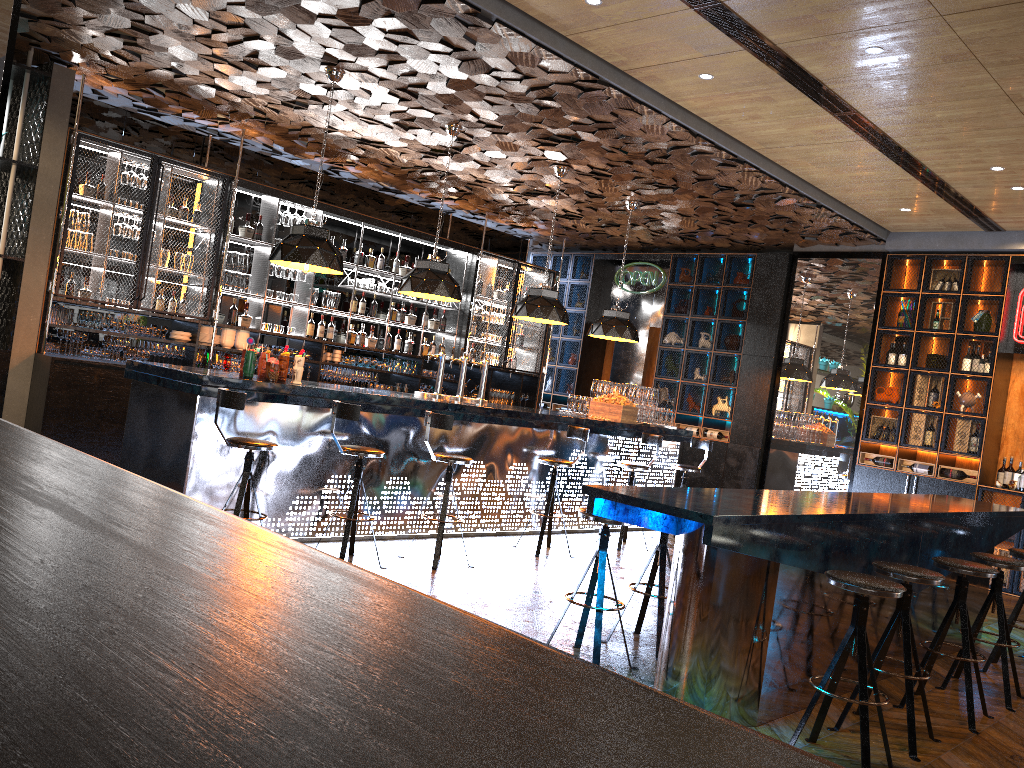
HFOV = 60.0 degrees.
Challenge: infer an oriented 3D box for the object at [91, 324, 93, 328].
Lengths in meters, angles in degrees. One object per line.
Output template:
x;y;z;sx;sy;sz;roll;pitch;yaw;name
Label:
-3.980;-0.606;8.414;0.087;0.170;0.087;8;0;4;object

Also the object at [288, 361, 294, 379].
-2.439;-0.137;9.775;0.071;0.226;0.071;8;0;15;object

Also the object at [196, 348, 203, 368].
-3.217;-0.252;9.085;0.073;0.229;0.073;8;0;32;object

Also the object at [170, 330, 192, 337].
-3.321;-0.496;8.894;0.211;0.060;0.209;8;0;-2;object

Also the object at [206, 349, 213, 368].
-3.122;-0.238;9.112;0.073;0.229;0.073;8;0;32;object

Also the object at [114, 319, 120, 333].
-3.782;-0.558;8.501;0.081;0.132;0.081;8;0;15;object

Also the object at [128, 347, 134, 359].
-3.707;-0.282;8.645;0.065;0.146;0.074;8;0;-34;object

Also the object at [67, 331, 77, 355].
-4.115;-0.382;8.320;0.091;0.227;0.091;8;0;6;object

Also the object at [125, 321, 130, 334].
-3.729;-0.549;8.618;0.074;0.131;0.074;8;0;-34;object

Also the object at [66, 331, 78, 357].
-4.027;-0.369;8.097;0.091;0.227;0.091;8;0;6;object

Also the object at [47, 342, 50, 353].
-4.207;-0.329;8.047;0.031;0.098;0.031;8;0;5;object

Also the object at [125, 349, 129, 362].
-3.777;-0.292;8.712;0.065;0.146;0.074;8;0;-17;object

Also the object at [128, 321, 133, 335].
-3.666;-0.539;8.559;0.074;0.131;0.074;8;0;-34;object

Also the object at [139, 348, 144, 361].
-3.647;-0.273;8.720;0.065;0.146;0.074;8;0;-24;object

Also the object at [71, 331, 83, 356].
-4.034;-0.370;8.237;0.091;0.227;0.091;8;0;7;object

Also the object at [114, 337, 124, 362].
-3.728;-0.326;8.389;0.088;0.229;0.077;8;0;-33;object

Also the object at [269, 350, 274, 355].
-2.611;-0.344;9.619;0.049;0.048;0.044;8;0;-4;object

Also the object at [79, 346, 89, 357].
-4.043;-0.309;8.389;0.093;0.101;0.093;8;0;30;object

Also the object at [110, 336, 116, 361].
-3.792;-0.336;8.453;0.077;0.229;0.088;8;0;3;object

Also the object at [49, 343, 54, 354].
-4.152;-0.321;7.991;0.031;0.098;0.031;8;0;-8;object

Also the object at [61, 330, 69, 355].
-4.103;-0.381;8.174;0.091;0.227;0.091;8;0;-7;object

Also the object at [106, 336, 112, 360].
-3.854;-0.345;8.506;0.077;0.229;0.088;8;0;-31;object

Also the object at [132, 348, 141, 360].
-3.632;-0.271;8.574;0.065;0.146;0.074;8;0;20;object

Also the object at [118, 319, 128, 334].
-3.694;-0.545;8.420;0.081;0.132;0.081;8;0;15;object

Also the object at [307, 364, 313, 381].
-2.292;-0.111;10.000;0.071;0.217;0.071;8;0;-38;object

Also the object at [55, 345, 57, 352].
-4.123;-0.307;8.028;0.034;0.080;0.034;8;0;8;object

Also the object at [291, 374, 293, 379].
-2.461;-0.136;9.954;0.092;0.218;0.092;8;0;4;object

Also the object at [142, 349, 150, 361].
-3.570;-0.262;8.647;0.065;0.146;0.074;8;0;38;object

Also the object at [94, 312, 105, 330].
-3.877;-0.590;8.314;0.087;0.170;0.087;8;0;4;object

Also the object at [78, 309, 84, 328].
-4.050;-0.616;8.357;0.087;0.170;0.087;8;0;4;object

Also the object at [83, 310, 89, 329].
-3.965;-0.603;8.276;0.087;0.170;0.087;8;0;4;object

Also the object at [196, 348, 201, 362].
-3.207;-0.250;8.993;0.073;0.229;0.073;8;0;32;object

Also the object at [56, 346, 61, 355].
-4.092;-0.302;7.999;0.034;0.080;0.034;8;0;-33;object

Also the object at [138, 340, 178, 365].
-3.579;-0.303;8.976;0.186;0.227;0.376;8;0;42;object

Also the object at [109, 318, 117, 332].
-3.787;-0.558;8.396;0.081;0.132;0.081;8;0;15;object

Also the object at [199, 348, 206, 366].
-3.224;-0.253;9.198;0.073;0.229;0.073;8;0;32;object

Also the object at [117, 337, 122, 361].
-3.806;-0.338;8.610;0.077;0.229;0.088;8;0;45;object

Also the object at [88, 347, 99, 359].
-3.893;-0.287;8.243;0.093;0.101;0.093;8;0;12;object

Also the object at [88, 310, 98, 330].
-3.880;-0.591;8.194;0.087;0.170;0.087;8;0;4;object

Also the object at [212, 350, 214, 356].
-3.140;-0.241;9.193;0.073;0.229;0.073;8;0;32;object

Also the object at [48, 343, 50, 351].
-4.180;-0.325;8.017;0.031;0.098;0.031;8;0;17;object

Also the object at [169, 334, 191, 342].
-3.328;-0.456;8.893;0.209;0.060;0.211;8;0;3;object

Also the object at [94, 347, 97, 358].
-3.968;-0.298;8.464;0.093;0.101;0.093;8;0;-32;object

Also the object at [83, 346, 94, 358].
-3.968;-0.298;8.316;0.093;0.101;0.093;8;0;4;object

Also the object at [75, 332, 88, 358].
-3.961;-0.360;8.164;0.091;0.227;0.091;8;0;-24;object

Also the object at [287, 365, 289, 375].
-2.497;-0.145;9.831;0.071;0.226;0.071;8;0;15;object

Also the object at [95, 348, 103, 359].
-3.899;-0.288;8.391;0.093;0.101;0.093;8;0;-26;object

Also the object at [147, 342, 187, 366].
-3.439;-0.283;8.841;0.186;0.227;0.376;8;0;42;object

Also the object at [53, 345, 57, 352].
-4.159;-0.312;8.061;0.034;0.080;0.034;8;0;11;object

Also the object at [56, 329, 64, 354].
-4.204;-0.395;8.261;0.091;0.227;0.091;8;0;-43;object

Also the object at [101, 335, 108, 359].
-3.919;-0.355;8.571;0.088;0.229;0.077;8;0;18;object

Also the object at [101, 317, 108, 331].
-3.893;-0.574;8.496;0.081;0.132;0.081;8;0;15;object

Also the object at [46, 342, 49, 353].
-4.167;-0.323;7.950;0.033;0.101;0.033;8;0;-22;object

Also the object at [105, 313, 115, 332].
-3.769;-0.575;8.296;0.087;0.170;0.087;8;0;4;object

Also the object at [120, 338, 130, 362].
-3.721;-0.325;8.522;0.077;0.229;0.088;8;0;43;object

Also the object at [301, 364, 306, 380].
-2.363;-0.121;9.981;0.071;0.217;0.071;8;0;-38;object

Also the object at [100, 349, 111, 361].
-3.819;-0.276;8.322;0.093;0.101;0.093;8;0;6;object
